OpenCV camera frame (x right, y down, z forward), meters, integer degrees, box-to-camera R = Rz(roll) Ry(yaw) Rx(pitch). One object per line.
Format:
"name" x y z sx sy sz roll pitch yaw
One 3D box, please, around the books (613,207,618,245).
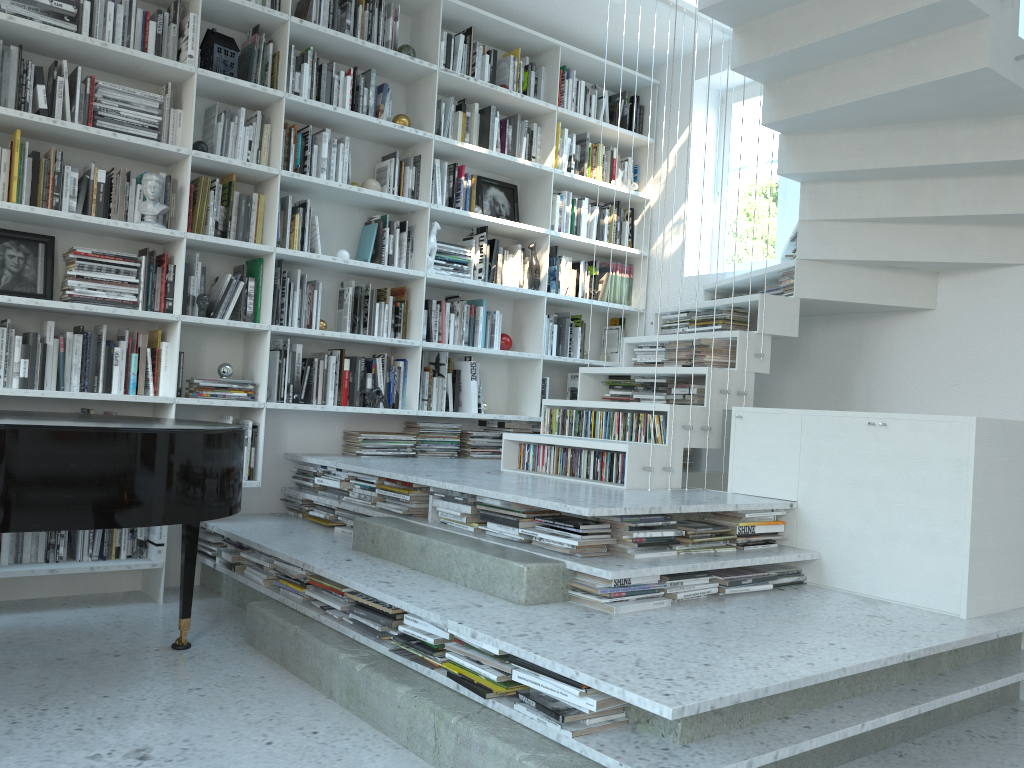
"books" 0.609 -1.003 5.770 0.028 0.268 0.173 4 -1 -38

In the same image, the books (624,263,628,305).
"books" 0.694 -0.640 5.845 0.018 0.293 0.169 4 -1 -38

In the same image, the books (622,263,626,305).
"books" 0.676 -0.641 5.838 0.018 0.293 0.169 4 -1 -38

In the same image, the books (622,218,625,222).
"books" 0.689 -0.976 5.876 0.024 0.230 0.131 4 -1 -38

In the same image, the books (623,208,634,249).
"books" 0.732 -1.005 5.871 0.042 0.292 0.186 4 -1 -38

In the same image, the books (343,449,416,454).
"books" -0.718 0.363 4.785 0.346 0.007 0.193 4 -2 -33

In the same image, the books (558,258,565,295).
"books" 0.255 -0.651 5.501 0.026 0.245 0.180 4 -1 -38

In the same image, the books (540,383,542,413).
"books" 0.112 0.086 5.321 0.031 0.214 0.165 4 -1 -38

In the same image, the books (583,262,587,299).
"books" 0.417 -0.641 5.656 0.012 0.254 0.161 4 -1 -38

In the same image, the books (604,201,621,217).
"books" 0.652 -1.030 5.832 0.013 0.330 0.140 4 -1 -38

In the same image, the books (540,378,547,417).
"books" 0.142 0.079 5.338 0.014 0.233 0.183 4 -1 -38

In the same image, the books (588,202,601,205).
"books" 0.512 -1.022 5.726 0.024 0.291 0.132 4 -1 -38

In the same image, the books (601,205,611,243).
"books" 0.579 -1.012 5.754 0.012 0.283 0.151 4 -1 -38

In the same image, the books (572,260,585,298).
"books" 0.387 -0.646 5.624 0.029 0.259 0.171 4 -1 -38

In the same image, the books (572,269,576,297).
"books" 0.334 -0.616 5.563 0.023 0.189 0.169 4 -1 -38

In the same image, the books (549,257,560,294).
"books" 0.226 -0.652 5.480 0.022 0.243 0.170 4 -1 -38

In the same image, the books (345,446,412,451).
"books" -0.722 0.348 4.792 0.308 0.008 0.195 5 -2 -36

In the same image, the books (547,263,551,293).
"books" 0.174 -0.652 5.474 0.066 0.236 0.144 4 -1 -38

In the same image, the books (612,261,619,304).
"books" 0.628 -0.645 5.782 0.018 0.293 0.169 4 -1 -38

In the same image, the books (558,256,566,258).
"books" 0.268 -0.659 5.525 0.022 0.265 0.157 4 -1 -38

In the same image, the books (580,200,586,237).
"books" 0.391 -1.018 5.601 0.022 0.262 0.172 4 -1 -38

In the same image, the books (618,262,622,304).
"books" 0.648 -0.643 5.815 0.018 0.293 0.169 4 -1 -38

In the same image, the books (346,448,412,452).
"books" -0.720 0.356 4.787 0.308 0.008 0.195 4 -2 -34

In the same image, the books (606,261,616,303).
"books" 0.600 -0.647 5.778 0.033 0.294 0.169 4 -1 -38

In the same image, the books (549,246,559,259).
"books" 0.230 -0.690 5.505 0.012 0.322 0.141 4 -1 -38

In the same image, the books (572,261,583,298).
"books" 0.374 -0.642 5.600 0.022 0.247 0.181 4 -1 -38

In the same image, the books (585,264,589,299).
"books" 0.429 -0.637 5.671 0.025 0.248 0.133 4 -1 -38

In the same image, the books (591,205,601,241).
"books" 0.496 -1.007 5.689 0.023 0.258 0.184 4 -1 -38

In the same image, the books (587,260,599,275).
"books" 0.487 -0.648 5.702 0.026 0.278 0.170 4 -1 -38

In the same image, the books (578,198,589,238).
"books" 0.410 -1.027 5.621 0.030 0.283 0.166 4 -1 -38

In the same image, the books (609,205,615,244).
"books" 0.591 -1.009 5.759 0.013 0.277 0.188 4 -1 -38

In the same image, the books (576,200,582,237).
"books" 0.372 -1.018 5.588 0.024 0.259 0.156 4 -1 -38

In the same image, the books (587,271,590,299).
"books" 0.442 -0.615 5.684 0.014 0.207 0.138 4 -1 -38

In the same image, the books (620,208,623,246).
"books" 0.665 -1.005 5.833 0.013 0.283 0.149 4 -1 -38

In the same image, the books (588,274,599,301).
"books" 0.481 -0.601 5.664 0.024 0.181 0.191 4 -1 -38

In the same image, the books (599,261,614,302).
"books" 0.570 -0.647 5.755 0.072 0.291 0.169 4 -1 -38

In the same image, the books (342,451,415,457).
"books" -0.721 0.378 4.787 0.346 0.007 0.193 4 -2 -34

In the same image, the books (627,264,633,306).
"books" 0.726 -0.637 5.863 0.018 0.293 0.169 4 -1 -38

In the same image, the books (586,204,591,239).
"books" 0.439 -1.009 5.662 0.012 0.254 0.161 4 -1 -38

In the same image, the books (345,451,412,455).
"books" -0.721 0.371 4.787 0.308 0.008 0.195 5 -2 -42

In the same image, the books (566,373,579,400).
"books" 0.400 0.075 5.565 0.012 0.285 0.159 4 -1 -38

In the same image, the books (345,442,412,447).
"books" -0.723 0.326 4.797 0.308 0.008 0.195 5 -2 -38

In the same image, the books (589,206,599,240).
"books" 0.473 -1.002 5.664 0.045 0.245 0.177 4 -1 -38

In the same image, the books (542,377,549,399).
"books" 0.158 0.078 5.353 0.030 0.238 0.151 4 -1 -38

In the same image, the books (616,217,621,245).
"books" 0.629 -0.973 5.785 0.025 0.211 0.188 4 -1 -38

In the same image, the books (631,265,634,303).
"books" 0.733 -0.636 5.883 0.018 0.293 0.169 4 -1 -38

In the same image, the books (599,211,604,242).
"books" 0.530 -0.993 5.741 0.028 0.237 0.145 4 -1 -38

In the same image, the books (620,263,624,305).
"books" 0.665 -0.642 5.823 0.018 0.293 0.169 4 -1 -38

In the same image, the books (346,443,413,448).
"books" -0.716 0.333 4.787 0.308 0.008 0.195 5 -2 -43

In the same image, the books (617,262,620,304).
"books" 0.633 -0.644 5.804 0.018 0.293 0.169 4 -1 -38

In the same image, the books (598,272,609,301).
"books" 0.537 -0.610 5.728 0.089 0.217 0.167 4 -1 -38

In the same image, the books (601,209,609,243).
"books" 0.558 -0.999 5.750 0.025 0.252 0.160 4 -1 -38

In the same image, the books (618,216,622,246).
"books" 0.643 -0.976 5.808 0.025 0.220 0.177 4 -1 -38

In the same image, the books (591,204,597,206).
"books" 0.495 -1.014 5.718 0.010 0.273 0.130 4 -1 -38

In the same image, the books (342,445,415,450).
"books" -0.721 0.341 4.793 0.346 0.007 0.193 5 -2 -40

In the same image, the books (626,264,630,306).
"books" 0.705 -0.639 5.860 0.018 0.293 0.169 4 -1 -38

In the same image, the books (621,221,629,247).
"books" 0.689 -0.960 5.832 0.029 0.195 0.192 4 -1 -38

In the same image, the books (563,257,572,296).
"books" 0.306 -0.655 5.540 0.056 0.261 0.176 4 -1 -38

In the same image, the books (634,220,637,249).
"books" 0.754 -0.966 5.891 0.021 0.219 0.184 4 -1 -38
